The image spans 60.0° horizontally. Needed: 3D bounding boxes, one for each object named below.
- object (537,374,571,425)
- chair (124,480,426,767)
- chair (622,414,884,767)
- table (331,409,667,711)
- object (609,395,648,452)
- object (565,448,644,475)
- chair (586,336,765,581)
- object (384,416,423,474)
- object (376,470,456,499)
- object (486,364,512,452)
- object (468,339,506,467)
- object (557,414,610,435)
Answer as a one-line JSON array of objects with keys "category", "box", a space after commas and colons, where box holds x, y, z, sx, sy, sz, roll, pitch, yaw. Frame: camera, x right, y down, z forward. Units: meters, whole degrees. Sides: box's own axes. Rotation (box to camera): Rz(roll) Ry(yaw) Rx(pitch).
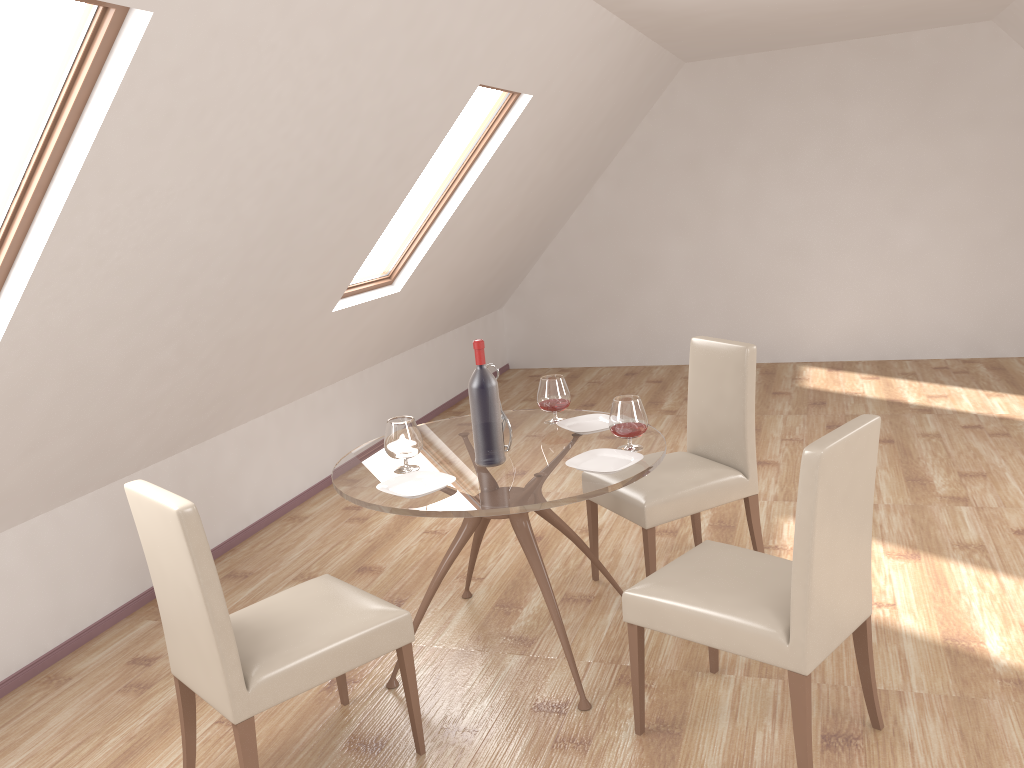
[{"category": "object", "box": [0.166, 0.061, 3.527, 0.136, 0.183, 0.136, -6, 12, -1]}, {"category": "chair", "box": [-0.688, 0.710, 2.638, 0.618, 0.999, 0.477, -16, 16, -41]}, {"category": "chair", "box": [0.710, 0.581, 2.614, 0.618, 0.999, 0.477, 6, 17, 44]}, {"category": "table", "box": [-0.013, 0.617, 3.299, 1.198, 0.770, 1.198, 5, 16, 40]}, {"category": "object", "box": [0.404, 0.137, 3.073, 0.136, 0.183, 0.136, -6, 12, -1]}, {"category": "object", "box": [0.307, 0.260, 2.933, 0.228, 0.020, 0.228, 6, 16, 42]}, {"category": "chair", "box": [0.671, 0.352, 3.686, 0.618, 0.999, 0.477, -11, 13, -24]}, {"category": "object", "box": [-0.377, 0.210, 3.082, 0.136, 0.183, 0.136, -17, 16, -42]}, {"category": "object", "box": [-0.310, 0.330, 2.882, 0.228, 0.020, 0.228, -17, 17, -42]}, {"category": "object", "box": [-0.061, 0.085, 3.184, 0.086, 0.322, 0.096, -9, 13, -16]}, {"category": "object", "box": [-0.093, 0.064, 3.026, 0.109, 0.435, 0.109, -2, 13, 16]}, {"category": "object", "box": [0.299, 0.158, 3.407, 0.228, 0.020, 0.228, -11, 13, -24]}]
